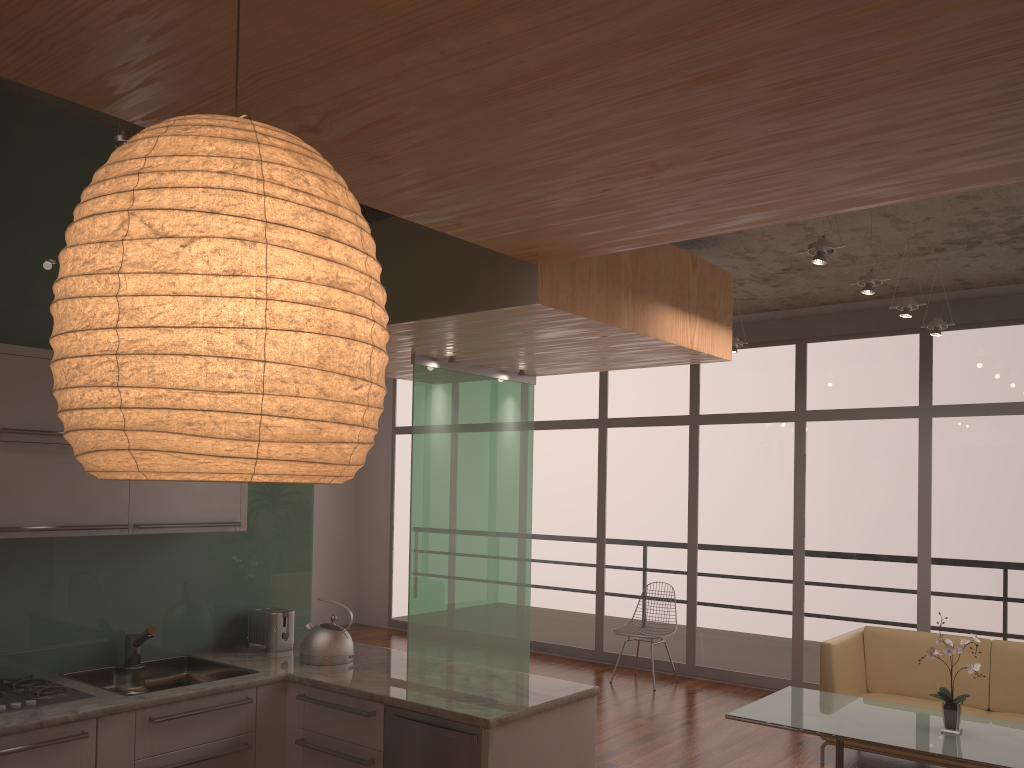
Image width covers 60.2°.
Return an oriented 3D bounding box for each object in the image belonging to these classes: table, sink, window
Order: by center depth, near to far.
[{"bbox_3d":[-1.572,1.289,3.958,0.619,0.381,0.643,-3,-7,38],"label":"sink"},{"bbox_3d":[2.170,2.058,4.548,1.880,0.557,0.940,-4,-7,38],"label":"table"},{"bbox_3d":[1.714,1.118,8.377,8.604,3.268,0.062,-4,-4,38],"label":"window"}]

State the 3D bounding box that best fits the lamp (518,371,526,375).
[{"bbox_3d":[0.076,-0.295,6.464,0.103,0.469,0.153,1,-2,11],"label":"lamp"}]

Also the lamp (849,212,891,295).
[{"bbox_3d":[2.064,-0.760,5.086,0.199,0.481,0.134,1,-2,6],"label":"lamp"}]

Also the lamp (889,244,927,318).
[{"bbox_3d":[2.569,-0.674,5.729,0.199,0.481,0.134,1,-2,6],"label":"lamp"}]

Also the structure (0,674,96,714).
[{"bbox_3d":[-2.047,1.205,3.394,0.491,0.038,0.677,-4,-9,38],"label":"structure"}]

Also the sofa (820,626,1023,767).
[{"bbox_3d":[2.969,2.053,5.548,1.810,0.834,0.879,-3,-6,38],"label":"sofa"}]

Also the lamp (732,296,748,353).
[{"bbox_3d":[1.851,-0.499,7.334,0.199,0.481,0.134,1,-2,6],"label":"lamp"}]

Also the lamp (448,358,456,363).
[{"bbox_3d":[-0.393,-0.374,5.867,0.103,0.469,0.153,1,-2,11],"label":"lamp"}]

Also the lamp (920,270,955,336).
[{"bbox_3d":[3.073,-0.589,6.371,0.199,0.481,0.134,1,-2,6],"label":"lamp"}]

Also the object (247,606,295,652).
[{"bbox_3d":[-1.257,1.282,4.616,0.238,0.201,0.153,-2,-5,38],"label":"object"}]

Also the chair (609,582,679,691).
[{"bbox_3d":[1.237,2.292,8.120,0.545,0.898,0.561,-1,-3,38],"label":"chair"}]

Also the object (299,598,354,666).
[{"bbox_3d":[-0.907,1.206,4.332,0.262,0.304,0.264,4,-4,-35],"label":"object"}]

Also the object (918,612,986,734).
[{"bbox_3d":[2.230,1.475,4.485,0.299,0.588,0.371,0,-3,33],"label":"object"}]

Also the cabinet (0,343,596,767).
[{"bbox_3d":[-1.684,0.920,2.807,1.923,2.267,4.247,-2,-6,38],"label":"cabinet"}]

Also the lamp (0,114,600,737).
[{"bbox_3d":[-0.795,0.550,2.879,3.232,1.342,3.069,-4,-7,38],"label":"lamp"}]

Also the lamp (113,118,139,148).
[{"bbox_3d":[-1.390,-1.057,3.206,0.153,0.469,0.103,1,-1,6],"label":"lamp"}]

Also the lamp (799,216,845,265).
[{"bbox_3d":[1.560,-0.845,4.444,0.199,0.481,0.134,1,-2,6],"label":"lamp"}]
